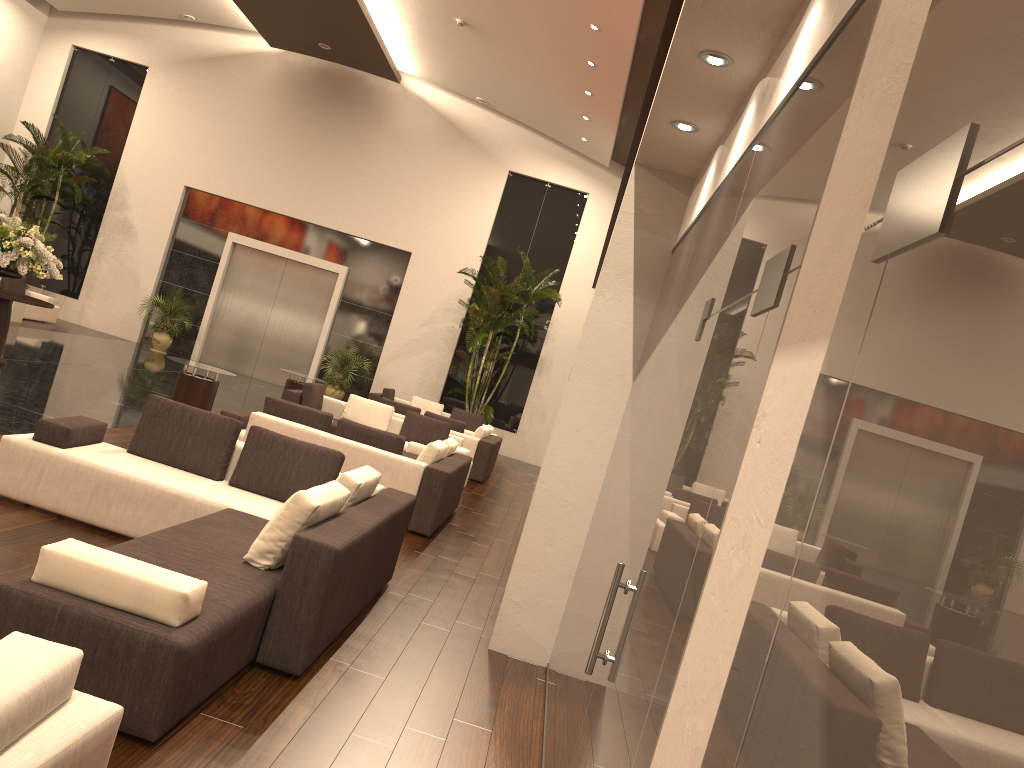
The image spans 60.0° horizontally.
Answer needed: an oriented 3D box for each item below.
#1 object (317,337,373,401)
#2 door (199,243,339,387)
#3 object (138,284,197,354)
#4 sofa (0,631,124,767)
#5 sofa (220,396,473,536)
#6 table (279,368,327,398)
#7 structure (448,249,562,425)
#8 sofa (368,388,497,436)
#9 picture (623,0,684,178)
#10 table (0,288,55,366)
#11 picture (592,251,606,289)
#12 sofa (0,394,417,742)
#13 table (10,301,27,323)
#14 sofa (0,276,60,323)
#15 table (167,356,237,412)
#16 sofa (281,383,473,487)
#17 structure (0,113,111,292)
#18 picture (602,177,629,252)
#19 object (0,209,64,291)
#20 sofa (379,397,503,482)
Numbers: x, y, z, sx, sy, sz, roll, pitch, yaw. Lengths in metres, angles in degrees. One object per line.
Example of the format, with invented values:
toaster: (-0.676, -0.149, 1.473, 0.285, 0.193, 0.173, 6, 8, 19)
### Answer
object: (-4.006, -0.317, 20.763, 1.297, 1.682, 1.373, 17, 0, 41)
door: (-5.942, -1.617, 21.766, 2.767, 3.048, 0.040, 17, 0, 3)
object: (-8.144, -1.568, 21.066, 1.297, 1.682, 1.373, 17, 0, 36)
sofa: (-2.528, 0.526, 2.389, 2.846, 0.862, 1.291, 17, 0, 3)
sofa: (-1.814, 0.755, 10.318, 2.586, 0.862, 3.366, 17, 0, 3)
table: (-3.672, 0.235, 15.117, 0.833, 0.795, 0.844, 17, 0, -36)
structure: (-0.417, -0.762, 20.066, 2.436, 4.611, 2.531, 17, 0, -25)
sofa: (-1.635, 0.824, 18.613, 2.846, 0.862, 1.291, 17, 0, 3)
picture: (1.407, -3.365, 6.817, 0.070, 2.526, 4.515, 17, 0, 3)
table: (-6.821, -0.790, 11.382, 1.498, 0.921, 1.498, 17, 0, -6)
picture: (1.904, -3.199, 15.841, 0.070, 2.526, 4.515, 17, 0, 3)
sofa: (-2.090, 0.663, 4.976, 2.586, 0.862, 3.366, 17, 0, 3)
table: (-10.054, -1.514, 17.734, 0.400, 0.460, 0.400, 17, 0, 3)
sofa: (-10.581, -1.883, 18.555, 1.291, 0.862, 2.846, 17, 0, 3)
table: (-3.883, 0.164, 10.801, 0.833, 0.795, 0.844, 17, 0, -36)
sofa: (-1.947, 0.720, 12.949, 2.846, 0.862, 1.291, 17, 0, 3)
structure: (-11.138, -4.004, 20.859, 2.436, 4.611, 2.531, 17, 0, -25)
picture: (1.655, -3.282, 11.327, 0.070, 2.526, 4.515, 17, 0, 3)
object: (-6.504, -1.747, 11.380, 1.453, 1.097, 1.402, 17, 0, -41)
sofa: (-1.502, 0.859, 15.982, 2.586, 0.862, 3.366, 17, 0, 3)
